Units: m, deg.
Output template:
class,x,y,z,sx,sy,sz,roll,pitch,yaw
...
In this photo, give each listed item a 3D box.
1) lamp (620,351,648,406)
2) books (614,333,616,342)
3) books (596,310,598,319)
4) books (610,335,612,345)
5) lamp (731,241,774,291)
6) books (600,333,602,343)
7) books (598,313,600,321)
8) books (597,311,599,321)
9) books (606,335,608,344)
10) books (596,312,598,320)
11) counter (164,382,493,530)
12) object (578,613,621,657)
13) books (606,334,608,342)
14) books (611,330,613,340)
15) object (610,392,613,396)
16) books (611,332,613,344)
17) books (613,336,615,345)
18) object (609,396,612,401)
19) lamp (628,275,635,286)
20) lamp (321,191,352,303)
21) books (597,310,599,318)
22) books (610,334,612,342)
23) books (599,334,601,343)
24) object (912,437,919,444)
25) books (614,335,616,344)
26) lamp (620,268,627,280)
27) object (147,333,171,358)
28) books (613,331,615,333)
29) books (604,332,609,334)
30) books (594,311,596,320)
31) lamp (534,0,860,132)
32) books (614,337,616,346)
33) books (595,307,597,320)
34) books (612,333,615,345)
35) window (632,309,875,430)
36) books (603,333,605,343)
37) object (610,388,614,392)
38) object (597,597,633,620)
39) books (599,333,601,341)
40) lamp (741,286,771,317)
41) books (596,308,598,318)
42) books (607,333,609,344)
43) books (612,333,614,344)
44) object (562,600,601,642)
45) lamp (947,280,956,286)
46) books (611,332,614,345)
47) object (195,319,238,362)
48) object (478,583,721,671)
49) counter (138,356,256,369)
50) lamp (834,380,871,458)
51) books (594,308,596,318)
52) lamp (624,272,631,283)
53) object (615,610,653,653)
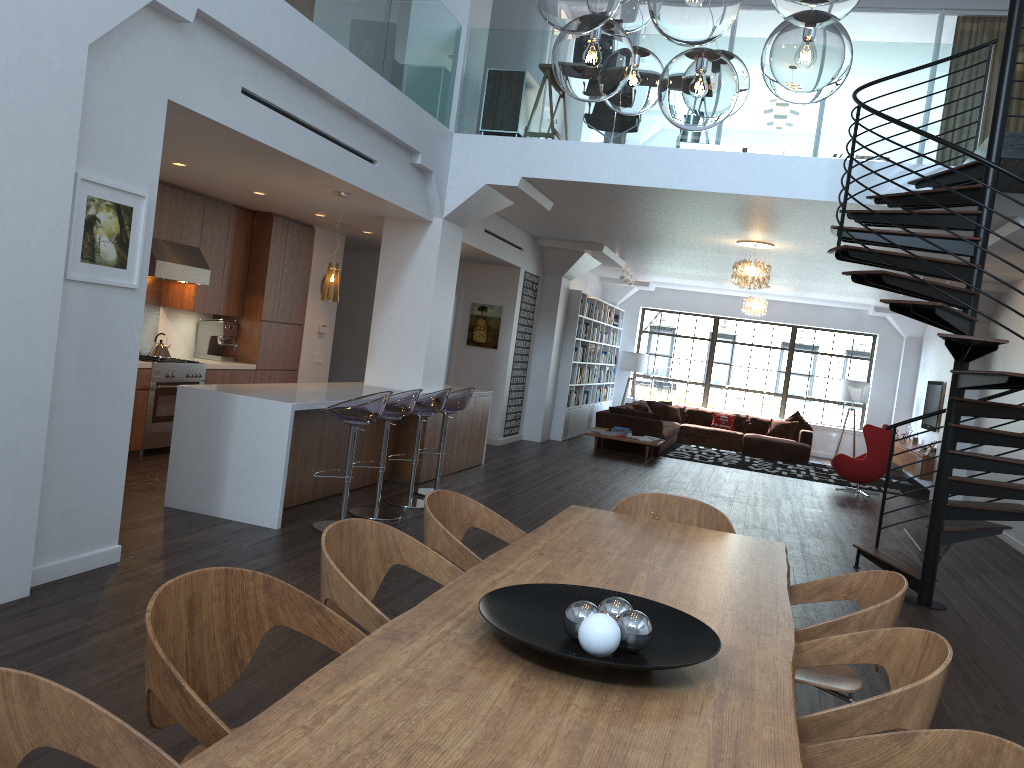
class,x,y,z,sx,sy,sz,roll,pitch,yaw
lamp,2.451,0.134,18.407,0.545,1.579,0.545,8,3,5
books,1.979,-0.911,17.836,0.183,0.253,0.034,8,3,15
books,1.443,-1.247,15.751,0.140,0.231,0.042,8,3,16
books,1.867,-0.889,17.391,0.161,0.223,0.026,8,3,15
lamp,2.845,-1.393,10.509,0.442,0.539,0.441,6,3,-32
books,1.587,-0.869,16.419,0.146,0.202,0.027,8,3,16
books,1.519,-1.209,15.986,0.110,0.153,0.019,8,3,16
books,1.483,-1.221,15.881,0.128,0.178,0.022,8,3,16
books,1.770,-0.872,17.086,0.139,0.191,0.036,8,3,16
books,1.456,-1.227,15.790,0.139,0.191,0.036,8,3,16
counter,-0.905,0.616,6.488,3.039,0.860,8.182,7,3,-14
object,0.205,0.588,2.077,0.100,0.100,0.100,6,3,-29
books,1.757,-0.874,17.047,0.136,0.196,0.045,8,3,16
books,1.873,-0.924,17.430,0.176,0.290,0.053,8,3,15
object,1.892,0.193,18.241,0.331,0.088,0.410,8,3,16
books,1.883,-0.906,17.473,0.183,0.253,0.034,8,3,15
books,1.958,-0.912,17.740,0.180,0.259,0.060,8,3,15
object,1.881,0.280,18.245,0.331,0.088,0.410,8,3,16
lamp,2.225,-1.932,16.558,0.120,0.211,0.111,7,3,-10
lamp,-0.299,-1.474,8.102,2.842,1.807,0.149,6,3,-35
books,1.465,-1.230,15.830,0.136,0.196,0.045,8,3,16
books,1.859,-0.903,17.367,0.160,0.250,0.026,8,3,15
books,1.561,-0.857,16.334,0.128,0.178,0.021,8,3,16
object,7.016,0.986,15.425,0.089,0.110,0.089,6,3,-29
books,1.988,-0.904,17.874,0.174,0.240,0.045,8,3,15
lamp,1.944,-1.923,15.573,0.120,0.211,0.111,5,3,-40
object,-3.423,-0.382,8.643,0.222,0.235,0.222,7,3,-9
books,1.945,-0.927,17.693,0.176,0.290,0.036,8,3,15
books,1.779,-0.893,17.125,0.140,0.231,0.042,8,3,16
books,1.397,-1.230,15.575,0.146,0.202,0.027,8,3,16
lamp,0.609,-1.813,2.360,0.849,2.140,1.787,8,3,15
books,2.007,-0.895,17.905,0.161,0.223,0.026,8,3,15
books,1.418,-1.246,15.657,0.140,0.231,0.042,8,3,16
books,1.942,-0.907,17.658,0.183,0.253,0.034,8,3,15
window,4.899,-0.333,18.341,4.648,1.905,0.114,8,3,16
books,1.663,-0.868,16.700,0.139,0.191,0.036,8,3,16
object,1.897,0.105,18.239,0.316,0.088,0.410,8,3,16
object,0.258,0.585,2.228,0.100,0.100,0.100,6,3,-29
books,1.553,-0.854,16.308,0.126,0.173,0.032,8,3,16
lamp,4.226,-1.440,15.377,0.442,0.539,0.441,6,3,-32
books,1.426,-1.245,15.706,0.158,0.226,0.052,8,3,16
books,1.789,-0.891,17.173,0.158,0.226,0.052,8,3,16
books,1.920,-0.902,17.624,0.174,0.240,0.045,8,3,15
object,0.174,0.582,2.175,0.100,0.100,0.100,6,3,-29
lamp,5.136,-1.255,10.338,0.120,0.211,0.111,5,3,-40
books,1.896,-0.906,17.504,0.183,0.253,0.034,8,3,15
object,-3.093,-0.470,9.481,0.439,0.455,0.284,8,3,16
object,0.207,0.609,2.173,0.592,0.066,0.592,6,3,-27
counter,-3.639,-0.202,7.511,0.600,0.050,4.387,8,3,16
lamp,6.533,0.732,17.146,0.545,1.579,0.545,9,3,27
books,1.378,-1.229,15.495,0.146,0.202,0.027,8,3,16
lamp,2.083,-1.928,16.059,0.120,0.211,0.111,6,3,-25
object,0.289,0.594,2.131,0.100,0.100,0.100,6,3,-29
